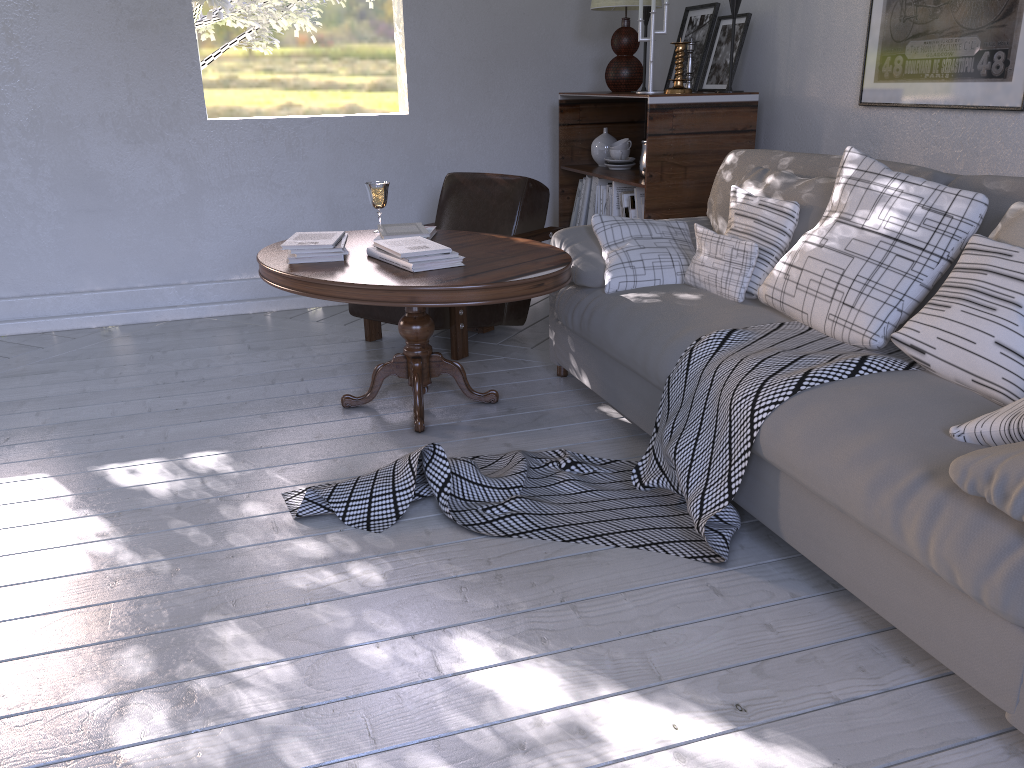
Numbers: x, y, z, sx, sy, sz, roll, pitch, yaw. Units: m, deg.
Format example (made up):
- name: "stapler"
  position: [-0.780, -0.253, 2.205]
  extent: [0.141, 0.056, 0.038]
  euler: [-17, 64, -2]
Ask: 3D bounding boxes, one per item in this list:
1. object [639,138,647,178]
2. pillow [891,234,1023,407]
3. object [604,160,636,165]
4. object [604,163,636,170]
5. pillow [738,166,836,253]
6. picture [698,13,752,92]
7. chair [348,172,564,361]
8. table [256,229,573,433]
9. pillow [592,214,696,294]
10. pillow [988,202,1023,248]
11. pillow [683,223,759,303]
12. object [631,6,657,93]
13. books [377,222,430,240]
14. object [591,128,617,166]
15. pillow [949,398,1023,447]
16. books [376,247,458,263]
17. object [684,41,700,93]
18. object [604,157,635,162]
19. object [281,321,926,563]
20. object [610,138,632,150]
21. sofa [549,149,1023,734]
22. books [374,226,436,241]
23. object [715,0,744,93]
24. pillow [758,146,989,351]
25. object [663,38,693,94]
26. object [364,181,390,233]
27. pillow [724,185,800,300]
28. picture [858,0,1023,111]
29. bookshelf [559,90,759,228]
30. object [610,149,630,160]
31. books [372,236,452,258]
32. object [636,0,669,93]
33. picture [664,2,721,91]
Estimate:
- name: "object"
  position: [0.532, -0.831, 3.095]
  extent: [0.142, 0.226, 0.188]
  euler: [-11, 23, -26]
- name: "pillow"
  position: [0.835, -0.109, 1.543]
  extent: [0.154, 0.260, 0.308]
  euler: [-8, 21, -17]
- name: "object"
  position: [0.418, -0.852, 3.429]
  extent: [0.120, 0.021, 0.120]
  euler: [10, 22, 30]
- name: "object"
  position: [0.418, -0.843, 3.433]
  extent: [0.120, 0.021, 0.120]
  euler: [10, 22, 30]
- name: "pillow"
  position: [0.684, -0.374, 2.237]
  extent: [0.151, 0.318, 0.483]
  euler: [-8, 21, -17]
- name: "picture"
  position: [0.739, -1.152, 3.095]
  extent: [0.080, 0.255, 0.199]
  euler: [-8, 21, -17]
- name: "chair"
  position: [-0.212, -0.440, 3.130]
  extent: [0.493, 0.562, 0.698]
  euler: [14, 24, 35]
- name: "table"
  position: [-0.271, -0.150, 2.475]
  extent: [0.944, 0.438, 0.732]
  euler: [16, 25, 39]
- name: "pillow"
  position: [0.379, -0.360, 2.462]
  extent: [0.310, 0.209, 0.212]
  euler: [-5, 20, -11]
- name: "pillow"
  position: [0.952, -0.116, 1.478]
  extent: [0.151, 0.318, 0.483]
  euler: [-8, 21, -17]
- name: "pillow"
  position: [0.525, -0.303, 2.231]
  extent: [0.070, 0.169, 0.280]
  euler: [-9, 21, -19]
- name: "object"
  position: [0.482, -1.207, 3.207]
  extent: [0.095, 0.293, 0.093]
  euler: [0, 21, 4]
- name: "books"
  position: [-0.320, -0.449, 2.596]
  extent: [0.136, 0.011, 0.211]
  euler: [-5, 19, -11]
- name: "object"
  position: [0.373, -0.946, 3.541]
  extent: [0.111, 0.149, 0.121]
  euler: [-9, 21, -19]
- name: "pillow"
  position: [0.856, 0.028, 1.315]
  extent: [0.313, 0.224, 0.210]
  euler: [-8, 21, -18]
- name: "books"
  position: [-0.246, -0.344, 2.279]
  extent: [0.134, 0.010, 0.237]
  euler: [-10, 21, -25]
- name: "object"
  position: [0.600, -1.074, 2.990]
  extent: [0.062, 0.174, 0.061]
  euler: [-19, 27, -38]
- name: "object"
  position: [0.417, -0.863, 3.429]
  extent: [0.121, 0.024, 0.119]
  euler: [-6, 20, -13]
- name: "object"
  position: [0.224, 0.092, 1.870]
  extent: [1.497, 0.400, 0.489]
  euler: [3, 20, 11]
- name: "object"
  position: [0.415, -0.909, 3.409]
  extent: [0.078, 0.068, 0.081]
  euler: [-2, 20, -3]
- name: "sofa"
  position: [0.729, -0.109, 1.937]
  extent: [0.765, 0.692, 1.838]
  euler: [-7, 20, -17]
- name: "books"
  position: [-0.310, -0.436, 2.601]
  extent: [0.147, 0.018, 0.227]
  euler: [0, 19, 3]
- name: "object"
  position: [0.724, -1.108, 2.909]
  extent: [0.095, 0.293, 0.093]
  euler: [0, 21, 4]
- name: "pillow"
  position: [0.734, -0.289, 1.872]
  extent: [0.219, 0.391, 0.448]
  euler: [-7, 21, -15]
- name: "object"
  position: [0.551, -1.047, 2.915]
  extent: [0.096, 0.174, 0.094]
  euler: [-1, 21, 1]
- name: "object"
  position: [-0.408, -0.540, 2.714]
  extent: [0.076, 0.151, 0.075]
  euler: [-9, 22, -21]
- name: "pillow"
  position: [0.598, -0.349, 2.239]
  extent: [0.129, 0.273, 0.306]
  euler: [-6, 21, -13]
- name: "picture"
  position: [1.114, -1.099, 2.216]
  extent: [0.019, 0.784, 0.582]
  euler: [-8, 21, -17]
- name: "bookshelf"
  position: [0.507, -0.680, 3.362]
  extent: [0.400, 0.812, 0.789]
  euler: [-8, 21, -17]
- name: "object"
  position: [0.416, -0.882, 3.420]
  extent: [0.078, 0.050, 0.082]
  euler: [18, 27, 42]
- name: "books"
  position: [-0.260, -0.353, 2.272]
  extent: [0.136, 0.011, 0.212]
  euler: [-10, 21, -25]
- name: "object"
  position: [0.479, -1.213, 3.012]
  extent: [0.101, 0.430, 0.100]
  euler: [-15, 25, -32]
- name: "picture"
  position: [0.667, -1.249, 3.305]
  extent: [0.095, 0.305, 0.228]
  euler: [-8, 21, -17]
